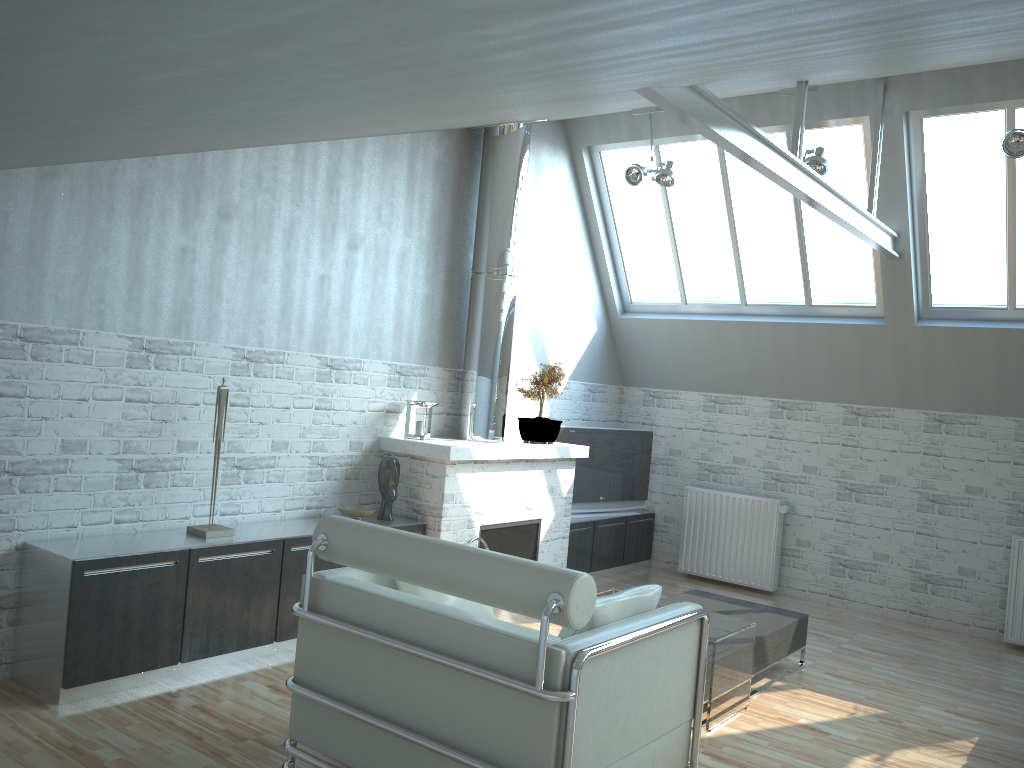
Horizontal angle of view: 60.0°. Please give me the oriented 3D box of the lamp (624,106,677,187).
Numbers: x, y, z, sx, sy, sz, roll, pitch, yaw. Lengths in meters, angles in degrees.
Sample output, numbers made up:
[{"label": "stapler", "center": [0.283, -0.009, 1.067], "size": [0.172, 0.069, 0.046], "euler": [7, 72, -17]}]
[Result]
[{"label": "lamp", "center": [2.042, -3.543, 13.145], "size": [0.808, 1.172, 0.619], "euler": [5, 0, 41]}]

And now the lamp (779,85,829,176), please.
[{"label": "lamp", "center": [3.806, -3.392, 11.822], "size": [0.808, 1.172, 0.619], "euler": [5, 0, 41]}]

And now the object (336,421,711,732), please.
[{"label": "object", "center": [0.141, 1.874, 10.002], "size": [4.859, 2.558, 1.528], "euler": [5, 0, 36]}]

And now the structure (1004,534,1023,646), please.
[{"label": "structure", "center": [7.949, 3.004, 12.260], "size": [1.892, 1.524, 0.508], "euler": [5, 0, 37]}]

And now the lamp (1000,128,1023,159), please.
[{"label": "lamp", "center": [6.062, -3.199, 10.130], "size": [0.808, 1.172, 0.618], "euler": [5, 0, 41]}]

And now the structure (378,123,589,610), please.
[{"label": "structure", "center": [-0.191, -0.463, 12.814], "size": [1.309, 7.180, 3.302], "euler": [5, 0, 37]}]

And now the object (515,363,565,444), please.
[{"label": "object", "center": [0.383, 0.259, 13.389], "size": [0.572, 1.265, 1.115], "euler": [5, 0, 41]}]

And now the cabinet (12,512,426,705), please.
[{"label": "cabinet", "center": [-2.868, 2.256, 9.805], "size": [0.914, 1.270, 4.572], "euler": [5, 0, 37]}]

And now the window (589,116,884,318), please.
[{"label": "window", "center": [3.595, -2.603, 14.405], "size": [4.651, 2.787, 1.897], "euler": [5, 0, 37]}]

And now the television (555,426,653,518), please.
[{"label": "television", "center": [1.511, 1.514, 15.472], "size": [2.577, 1.514, 0.592], "euler": [5, 0, -43]}]

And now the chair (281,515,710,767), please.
[{"label": "chair", "center": [-0.087, 2.124, 6.778], "size": [2.507, 2.001, 2.201], "euler": [5, 0, 37]}]

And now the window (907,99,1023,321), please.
[{"label": "window", "center": [7.650, -2.256, 11.364], "size": [4.651, 2.787, 1.897], "euler": [5, 0, 37]}]

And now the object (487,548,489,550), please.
[{"label": "object", "center": [-0.349, 2.577, 11.544], "size": [0.155, 0.873, 0.026], "euler": [5, 0, 38]}]

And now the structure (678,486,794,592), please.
[{"label": "structure", "center": [3.849, 2.653, 15.334], "size": [1.892, 1.524, 0.508], "euler": [5, 0, 37]}]

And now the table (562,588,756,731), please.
[{"label": "table", "center": [1.509, 2.819, 9.313], "size": [1.726, 0.867, 1.015], "euler": [5, 0, 37]}]

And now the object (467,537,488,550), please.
[{"label": "object", "center": [-0.510, 2.539, 11.467], "size": [0.412, 1.124, 0.584], "euler": [5, 0, 37]}]

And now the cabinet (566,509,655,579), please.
[{"label": "cabinet", "center": [1.295, 2.765, 15.435], "size": [0.908, 1.016, 3.234], "euler": [5, 0, 37]}]
